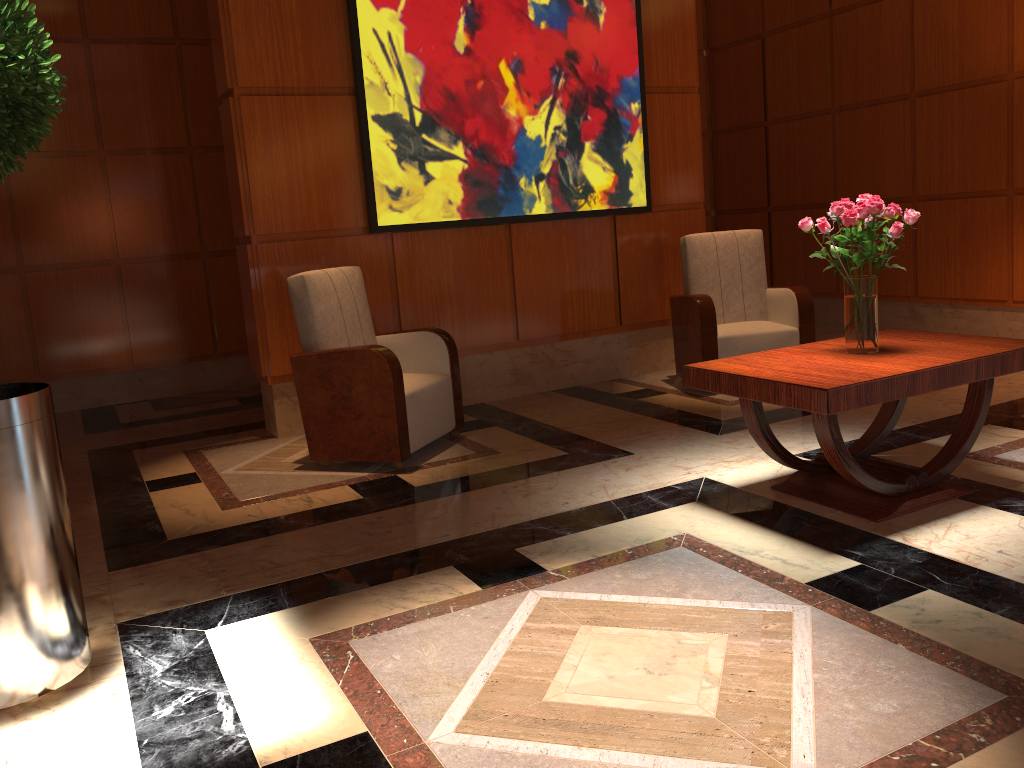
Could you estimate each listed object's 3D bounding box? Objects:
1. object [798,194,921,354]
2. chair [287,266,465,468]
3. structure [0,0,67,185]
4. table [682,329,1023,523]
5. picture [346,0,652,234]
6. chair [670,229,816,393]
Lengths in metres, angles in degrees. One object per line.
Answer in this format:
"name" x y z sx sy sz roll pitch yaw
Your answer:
"object" 1.311 -0.414 3.338 0.350 0.592 0.328 -5 9 -6
"chair" -0.706 -0.131 4.589 0.628 0.955 0.742 -1 10 22
"structure" -1.472 -0.294 2.290 0.722 1.703 0.725 3 11 41
"table" 1.356 0.147 3.383 1.170 0.531 0.727 -9 11 -26
"picture" -0.008 -1.881 5.503 2.001 1.727 0.057 -9 9 -26
"chair" 1.450 -0.496 5.674 0.738 0.955 0.632 -6 9 -8
